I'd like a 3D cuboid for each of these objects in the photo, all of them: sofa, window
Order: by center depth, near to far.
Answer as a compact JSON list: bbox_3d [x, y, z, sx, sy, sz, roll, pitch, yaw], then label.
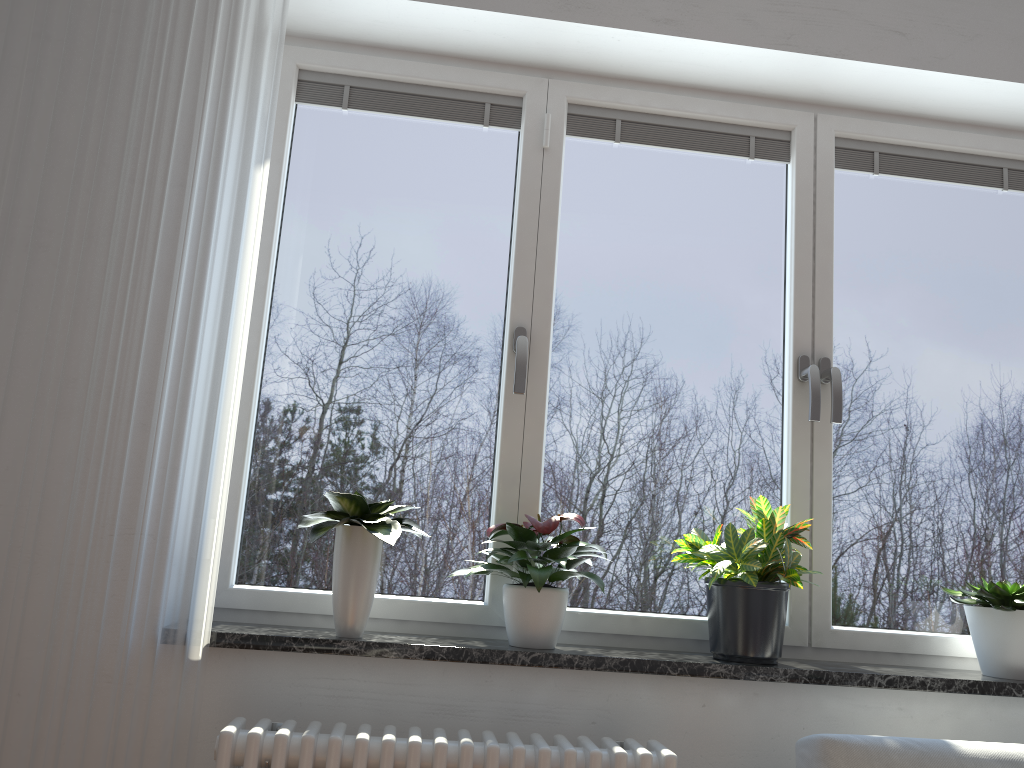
[{"bbox_3d":[1.621,1.103,1.355,2.462,0.840,1.007,5,-11,-6],"label":"sofa"},{"bbox_3d":[0.798,-0.051,2.341,3.020,1.505,0.151,5,-11,-6],"label":"window"}]

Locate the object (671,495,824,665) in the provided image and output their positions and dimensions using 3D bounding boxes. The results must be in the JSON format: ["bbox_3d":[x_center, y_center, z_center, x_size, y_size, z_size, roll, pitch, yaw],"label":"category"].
[{"bbox_3d":[0.542,0.451,2.079,0.333,0.383,0.300,2,-11,9],"label":"object"}]

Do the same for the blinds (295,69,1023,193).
[{"bbox_3d":[0.839,-0.653,2.488,2.845,0.097,0.015,5,-11,-6],"label":"blinds"}]

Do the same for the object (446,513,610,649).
[{"bbox_3d":[0.057,0.448,2.052,0.380,0.307,0.371,11,-13,-30],"label":"object"}]

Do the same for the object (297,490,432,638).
[{"bbox_3d":[-0.331,0.397,1.960,0.292,0.315,0.355,7,-11,-14],"label":"object"}]

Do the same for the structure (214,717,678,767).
[{"bbox_3d":[-0.143,0.998,1.717,0.972,0.622,0.225,5,-11,-6],"label":"structure"}]

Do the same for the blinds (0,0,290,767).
[{"bbox_3d":[-1.085,-0.047,1.836,1.038,2.878,0.056,5,-11,-6],"label":"blinds"}]

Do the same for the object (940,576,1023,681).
[{"bbox_3d":[1.202,0.589,2.151,0.267,0.236,0.284,9,-12,-23],"label":"object"}]
